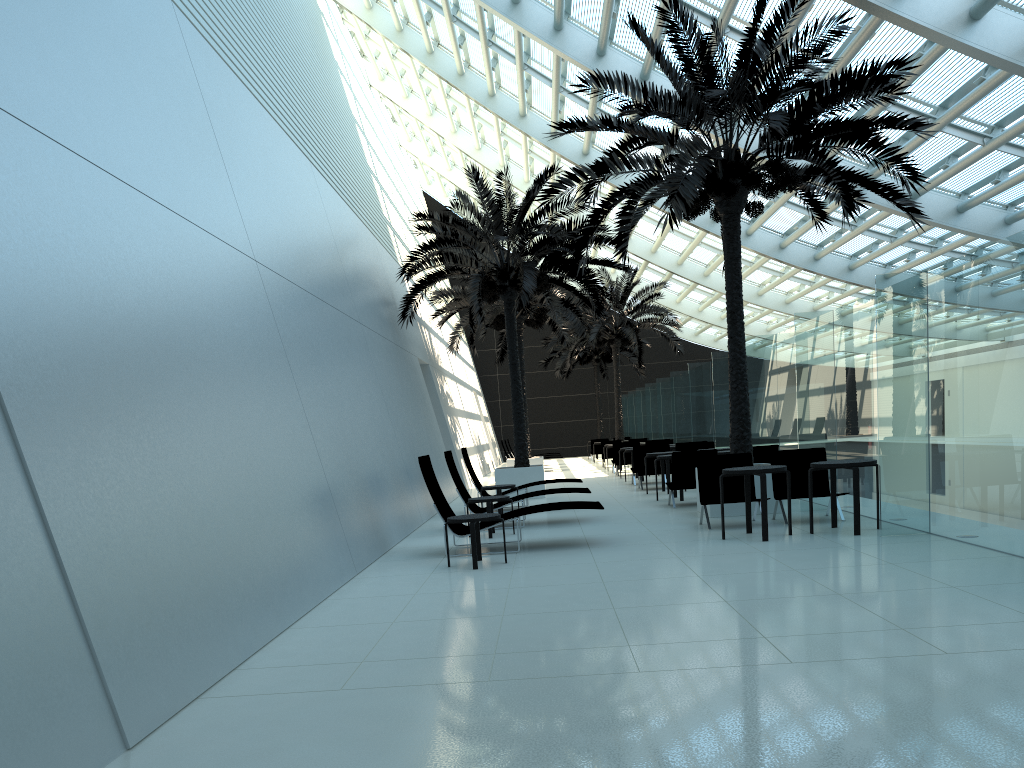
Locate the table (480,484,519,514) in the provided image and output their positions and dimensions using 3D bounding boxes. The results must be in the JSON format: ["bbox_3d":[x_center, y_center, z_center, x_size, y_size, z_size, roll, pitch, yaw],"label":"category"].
[{"bbox_3d":[-0.199,1.915,14.220,0.555,0.522,0.548,-2,2,45],"label":"table"}]

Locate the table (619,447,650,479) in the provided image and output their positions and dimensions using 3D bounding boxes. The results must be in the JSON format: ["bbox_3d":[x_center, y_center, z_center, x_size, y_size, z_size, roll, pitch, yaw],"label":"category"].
[{"bbox_3d":[3.138,2.015,22.361,0.681,0.789,0.671,-2,4,40],"label":"table"}]

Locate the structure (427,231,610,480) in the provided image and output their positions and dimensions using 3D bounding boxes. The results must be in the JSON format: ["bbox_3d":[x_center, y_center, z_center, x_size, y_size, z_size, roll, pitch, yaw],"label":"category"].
[{"bbox_3d":[0.069,-0.742,23.758,4.297,6.967,4.570,-1,5,36],"label":"structure"}]

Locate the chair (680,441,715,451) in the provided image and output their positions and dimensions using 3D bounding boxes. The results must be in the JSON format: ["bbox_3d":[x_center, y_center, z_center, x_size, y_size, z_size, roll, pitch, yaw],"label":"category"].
[{"bbox_3d":[3.918,1.649,17.968,0.716,0.897,0.879,-4,2,2],"label":"chair"}]

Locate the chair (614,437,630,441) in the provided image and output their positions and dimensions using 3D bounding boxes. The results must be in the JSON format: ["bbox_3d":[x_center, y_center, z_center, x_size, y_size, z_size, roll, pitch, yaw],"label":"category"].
[{"bbox_3d":[4.510,2.579,34.870,0.716,0.897,0.879,-4,2,2],"label":"chair"}]

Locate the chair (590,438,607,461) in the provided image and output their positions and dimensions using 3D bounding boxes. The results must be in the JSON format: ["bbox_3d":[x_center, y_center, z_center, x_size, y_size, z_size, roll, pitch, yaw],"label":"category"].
[{"bbox_3d":[3.654,2.741,36.605,0.716,0.897,0.879,-4,2,2],"label":"chair"}]

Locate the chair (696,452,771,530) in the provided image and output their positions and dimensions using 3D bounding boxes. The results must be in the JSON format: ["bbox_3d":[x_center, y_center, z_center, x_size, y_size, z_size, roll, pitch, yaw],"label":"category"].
[{"bbox_3d":[2.736,1.322,10.811,0.716,0.897,0.879,-4,2,2],"label":"chair"}]

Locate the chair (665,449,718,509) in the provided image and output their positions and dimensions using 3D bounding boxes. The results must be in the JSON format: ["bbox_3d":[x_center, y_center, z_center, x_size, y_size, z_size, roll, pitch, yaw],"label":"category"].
[{"bbox_3d":[2.860,1.493,13.931,0.716,0.897,0.879,-4,2,2],"label":"chair"}]

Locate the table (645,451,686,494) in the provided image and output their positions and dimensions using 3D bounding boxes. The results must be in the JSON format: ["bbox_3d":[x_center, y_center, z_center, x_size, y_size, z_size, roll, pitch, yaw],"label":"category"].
[{"bbox_3d":[2.941,1.704,16.728,0.681,0.789,0.671,-2,4,40],"label":"table"}]

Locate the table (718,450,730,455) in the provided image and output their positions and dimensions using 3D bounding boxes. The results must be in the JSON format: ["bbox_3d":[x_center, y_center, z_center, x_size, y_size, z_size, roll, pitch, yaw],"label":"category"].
[{"bbox_3d":[3.842,1.544,15.071,0.681,0.789,0.672,-1,4,45],"label":"table"}]

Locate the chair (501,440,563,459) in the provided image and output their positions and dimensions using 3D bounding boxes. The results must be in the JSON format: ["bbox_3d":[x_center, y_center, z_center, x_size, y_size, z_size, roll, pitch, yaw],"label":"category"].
[{"bbox_3d":[0.697,2.403,29.495,2.037,1.170,0.912,-4,3,2],"label":"chair"}]

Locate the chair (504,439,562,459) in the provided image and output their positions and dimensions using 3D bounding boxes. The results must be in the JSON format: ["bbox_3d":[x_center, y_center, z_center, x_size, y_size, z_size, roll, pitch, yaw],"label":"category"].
[{"bbox_3d":[0.787,2.544,32.063,2.037,1.170,0.912,-4,3,2],"label":"chair"}]

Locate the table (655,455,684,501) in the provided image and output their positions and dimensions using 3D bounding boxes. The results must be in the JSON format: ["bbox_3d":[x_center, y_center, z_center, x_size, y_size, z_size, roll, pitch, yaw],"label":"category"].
[{"bbox_3d":[2.875,1.616,15.114,0.681,0.789,0.672,-1,4,45],"label":"table"}]

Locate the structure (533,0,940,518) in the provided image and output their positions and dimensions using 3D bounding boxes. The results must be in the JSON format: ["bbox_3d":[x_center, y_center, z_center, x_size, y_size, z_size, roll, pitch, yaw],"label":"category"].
[{"bbox_3d":[3.009,-1.699,11.903,4.835,7.095,4.380,-3,4,21],"label":"structure"}]

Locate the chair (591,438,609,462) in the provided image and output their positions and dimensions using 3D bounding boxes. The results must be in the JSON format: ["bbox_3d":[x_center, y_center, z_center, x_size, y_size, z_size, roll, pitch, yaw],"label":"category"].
[{"bbox_3d":[3.580,2.648,34.910,0.716,0.897,0.879,-4,2,2],"label":"chair"}]

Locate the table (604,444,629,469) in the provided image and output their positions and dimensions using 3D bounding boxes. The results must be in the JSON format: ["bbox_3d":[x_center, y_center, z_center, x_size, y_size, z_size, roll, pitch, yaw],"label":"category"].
[{"bbox_3d":[3.334,2.323,27.960,0.681,0.789,0.671,-2,4,40],"label":"table"}]

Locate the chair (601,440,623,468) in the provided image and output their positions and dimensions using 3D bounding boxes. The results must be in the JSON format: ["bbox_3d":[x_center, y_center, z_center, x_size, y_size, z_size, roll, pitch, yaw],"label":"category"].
[{"bbox_3d":[3.381,2.336,29.228,0.716,0.897,0.879,-4,2,2],"label":"chair"}]

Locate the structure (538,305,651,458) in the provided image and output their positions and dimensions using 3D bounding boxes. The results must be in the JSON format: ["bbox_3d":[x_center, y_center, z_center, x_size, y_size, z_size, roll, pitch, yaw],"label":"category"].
[{"bbox_3d":[3.985,-0.201,39.146,4.433,7.093,4.781,-6,4,-19],"label":"structure"}]

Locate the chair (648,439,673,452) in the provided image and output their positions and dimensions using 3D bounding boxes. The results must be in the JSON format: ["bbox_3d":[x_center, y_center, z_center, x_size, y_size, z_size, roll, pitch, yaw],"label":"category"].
[{"bbox_3d":[4.116,1.960,23.614,0.716,0.897,0.879,-4,2,2],"label":"chair"}]

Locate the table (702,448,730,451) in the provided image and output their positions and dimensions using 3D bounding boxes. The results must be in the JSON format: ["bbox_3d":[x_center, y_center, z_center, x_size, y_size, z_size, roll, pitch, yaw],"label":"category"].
[{"bbox_3d":[3.907,1.632,16.685,0.681,0.789,0.671,-2,4,40],"label":"table"}]

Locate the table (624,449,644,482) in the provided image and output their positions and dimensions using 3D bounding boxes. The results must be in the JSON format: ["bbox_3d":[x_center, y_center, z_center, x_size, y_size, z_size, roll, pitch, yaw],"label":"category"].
[{"bbox_3d":[3.077,1.935,20.898,0.681,0.789,0.672,-1,4,45],"label":"table"}]

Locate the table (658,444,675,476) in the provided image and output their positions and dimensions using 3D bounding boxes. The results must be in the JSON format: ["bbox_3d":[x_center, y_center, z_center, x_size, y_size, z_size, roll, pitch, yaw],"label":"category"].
[{"bbox_3d":[4.105,1.943,22.319,0.681,0.789,0.671,-2,4,40],"label":"table"}]

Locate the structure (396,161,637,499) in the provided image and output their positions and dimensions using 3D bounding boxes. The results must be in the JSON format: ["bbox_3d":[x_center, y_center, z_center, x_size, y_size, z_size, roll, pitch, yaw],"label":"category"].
[{"bbox_3d":[0.067,-1.057,17.761,4.617,6.906,4.252,-5,4,-19],"label":"structure"}]

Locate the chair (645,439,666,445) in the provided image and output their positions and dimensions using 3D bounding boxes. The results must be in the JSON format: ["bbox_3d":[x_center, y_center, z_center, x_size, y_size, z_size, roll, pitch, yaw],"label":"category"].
[{"bbox_3d":[4.190,2.052,25.308,0.716,0.897,0.879,-4,2,2],"label":"chair"}]

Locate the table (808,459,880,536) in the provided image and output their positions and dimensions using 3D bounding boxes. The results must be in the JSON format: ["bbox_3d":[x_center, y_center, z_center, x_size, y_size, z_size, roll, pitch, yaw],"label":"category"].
[{"bbox_3d":[3.659,1.243,9.601,0.672,0.789,0.680,-6,4,-41],"label":"table"}]

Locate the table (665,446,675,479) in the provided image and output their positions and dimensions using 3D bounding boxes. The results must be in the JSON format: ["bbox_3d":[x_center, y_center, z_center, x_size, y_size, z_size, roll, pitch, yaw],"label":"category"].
[{"bbox_3d":[4.044,1.863,20.856,0.681,0.789,0.672,-1,4,45],"label":"table"}]

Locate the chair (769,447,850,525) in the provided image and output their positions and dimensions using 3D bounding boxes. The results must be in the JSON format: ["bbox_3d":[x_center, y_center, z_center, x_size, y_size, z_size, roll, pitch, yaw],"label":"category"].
[{"bbox_3d":[3.666,1.253,10.770,0.716,0.897,0.879,-4,2,2],"label":"chair"}]

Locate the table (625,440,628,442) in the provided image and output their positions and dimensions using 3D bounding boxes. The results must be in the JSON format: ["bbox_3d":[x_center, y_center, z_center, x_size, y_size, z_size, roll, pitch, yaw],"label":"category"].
[{"bbox_3d":[4.499,2.562,33.575,0.681,0.789,0.671,-2,4,40],"label":"table"}]

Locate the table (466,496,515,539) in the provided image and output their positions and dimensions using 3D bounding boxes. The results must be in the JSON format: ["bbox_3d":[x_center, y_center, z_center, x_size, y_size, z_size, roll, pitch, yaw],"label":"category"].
[{"bbox_3d":[-0.289,1.774,11.652,0.555,0.522,0.548,-2,2,45],"label":"table"}]

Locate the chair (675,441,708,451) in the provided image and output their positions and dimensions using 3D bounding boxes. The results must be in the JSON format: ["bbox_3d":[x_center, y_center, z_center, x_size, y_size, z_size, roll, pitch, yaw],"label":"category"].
[{"bbox_3d":[3.992,1.742,19.674,0.716,0.897,0.879,-4,2,2],"label":"chair"}]

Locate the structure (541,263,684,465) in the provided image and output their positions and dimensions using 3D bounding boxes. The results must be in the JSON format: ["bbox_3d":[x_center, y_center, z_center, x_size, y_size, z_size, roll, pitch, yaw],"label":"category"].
[{"bbox_3d":[3.674,-0.647,31.016,4.818,7.095,4.396,-4,4,-4],"label":"structure"}]

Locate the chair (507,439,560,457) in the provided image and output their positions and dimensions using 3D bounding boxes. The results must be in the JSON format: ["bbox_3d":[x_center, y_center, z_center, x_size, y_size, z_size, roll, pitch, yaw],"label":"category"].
[{"bbox_3d":[0.879,2.690,34.711,2.037,1.170,0.912,-4,3,2],"label":"chair"}]

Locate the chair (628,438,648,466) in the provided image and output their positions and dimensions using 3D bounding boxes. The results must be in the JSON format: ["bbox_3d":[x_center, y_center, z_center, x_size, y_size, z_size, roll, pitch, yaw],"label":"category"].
[{"bbox_3d":[4.311,2.266,29.188,0.716,0.897,0.879,-4,2,2],"label":"chair"}]

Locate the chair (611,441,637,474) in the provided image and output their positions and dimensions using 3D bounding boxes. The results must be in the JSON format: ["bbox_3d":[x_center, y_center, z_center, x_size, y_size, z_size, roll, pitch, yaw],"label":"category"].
[{"bbox_3d":[3.260,2.121,25.348,0.716,0.897,0.879,-4,2,2],"label":"chair"}]

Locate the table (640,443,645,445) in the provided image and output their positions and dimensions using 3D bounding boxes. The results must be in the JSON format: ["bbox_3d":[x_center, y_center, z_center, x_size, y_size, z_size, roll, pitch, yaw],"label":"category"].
[{"bbox_3d":[4.242,2.173,26.489,0.681,0.789,0.672,-1,4,45],"label":"table"}]

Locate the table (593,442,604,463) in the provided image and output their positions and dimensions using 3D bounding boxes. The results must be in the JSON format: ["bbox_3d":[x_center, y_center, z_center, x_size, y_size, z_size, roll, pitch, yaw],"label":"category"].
[{"bbox_3d":[3.532,2.634,33.617,0.681,0.789,0.671,-2,4,40],"label":"table"}]

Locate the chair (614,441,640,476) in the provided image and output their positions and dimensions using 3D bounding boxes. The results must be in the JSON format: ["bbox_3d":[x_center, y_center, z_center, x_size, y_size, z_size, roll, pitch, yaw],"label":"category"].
[{"bbox_3d":[3.186,2.029,23.655,0.716,0.897,0.879,-4,2,2],"label":"chair"}]

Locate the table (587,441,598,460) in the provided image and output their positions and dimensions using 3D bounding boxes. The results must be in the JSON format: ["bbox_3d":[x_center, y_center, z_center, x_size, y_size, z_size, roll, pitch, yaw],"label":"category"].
[{"bbox_3d":[3.669,2.864,37.788,0.672,0.789,0.680,-6,4,-41],"label":"table"}]

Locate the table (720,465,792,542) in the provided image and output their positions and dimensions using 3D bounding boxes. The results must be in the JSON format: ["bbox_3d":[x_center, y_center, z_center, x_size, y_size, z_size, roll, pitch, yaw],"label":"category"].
[{"bbox_3d":[2.692,1.315,9.644,0.672,0.789,0.680,-6,4,-41],"label":"table"}]

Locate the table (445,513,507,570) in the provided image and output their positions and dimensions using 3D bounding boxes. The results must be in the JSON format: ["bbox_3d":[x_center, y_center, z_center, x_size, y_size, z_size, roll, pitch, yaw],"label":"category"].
[{"bbox_3d":[-0.379,1.633,9.084,0.555,0.522,0.548,-2,2,45],"label":"table"}]

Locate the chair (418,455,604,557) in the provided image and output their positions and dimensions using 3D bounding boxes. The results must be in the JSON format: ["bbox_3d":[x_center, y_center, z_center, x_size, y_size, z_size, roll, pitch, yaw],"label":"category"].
[{"bbox_3d":[0.020,1.340,10.188,2.037,1.170,0.912,-4,3,2],"label":"chair"}]

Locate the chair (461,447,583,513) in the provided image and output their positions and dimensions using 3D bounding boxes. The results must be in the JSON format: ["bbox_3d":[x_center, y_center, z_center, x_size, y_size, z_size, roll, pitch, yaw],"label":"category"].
[{"bbox_3d":[0.200,1.623,15.324,2.037,1.170,0.912,-4,3,2],"label":"chair"}]

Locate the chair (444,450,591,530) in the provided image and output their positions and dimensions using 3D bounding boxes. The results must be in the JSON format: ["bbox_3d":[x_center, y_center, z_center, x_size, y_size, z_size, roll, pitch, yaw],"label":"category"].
[{"bbox_3d":[0.110,1.481,12.756,2.037,1.170,0.912,-4,3,2],"label":"chair"}]

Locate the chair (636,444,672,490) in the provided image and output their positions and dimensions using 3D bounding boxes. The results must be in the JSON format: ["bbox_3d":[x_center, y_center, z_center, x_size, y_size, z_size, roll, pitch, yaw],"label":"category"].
[{"bbox_3d":[2.988,1.718,18.009,0.716,0.897,0.879,-4,2,2],"label":"chair"}]

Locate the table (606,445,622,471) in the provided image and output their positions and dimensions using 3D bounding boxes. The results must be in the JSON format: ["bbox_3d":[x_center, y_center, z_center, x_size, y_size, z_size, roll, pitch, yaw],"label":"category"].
[{"bbox_3d":[3.275,2.245,26.531,0.681,0.789,0.672,-1,4,45],"label":"table"}]

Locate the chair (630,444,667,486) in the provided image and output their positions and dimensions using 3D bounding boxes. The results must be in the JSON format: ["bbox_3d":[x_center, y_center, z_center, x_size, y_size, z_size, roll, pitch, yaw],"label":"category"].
[{"bbox_3d":[3.063,1.811,19.715,0.716,0.897,0.879,-4,2,2],"label":"chair"}]

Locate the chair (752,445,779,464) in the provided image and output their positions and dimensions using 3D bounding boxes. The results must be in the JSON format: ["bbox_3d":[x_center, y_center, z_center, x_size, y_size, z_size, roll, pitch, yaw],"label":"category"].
[{"bbox_3d":[3.790,1.423,13.890,0.716,0.897,0.879,-4,2,2],"label":"chair"}]
